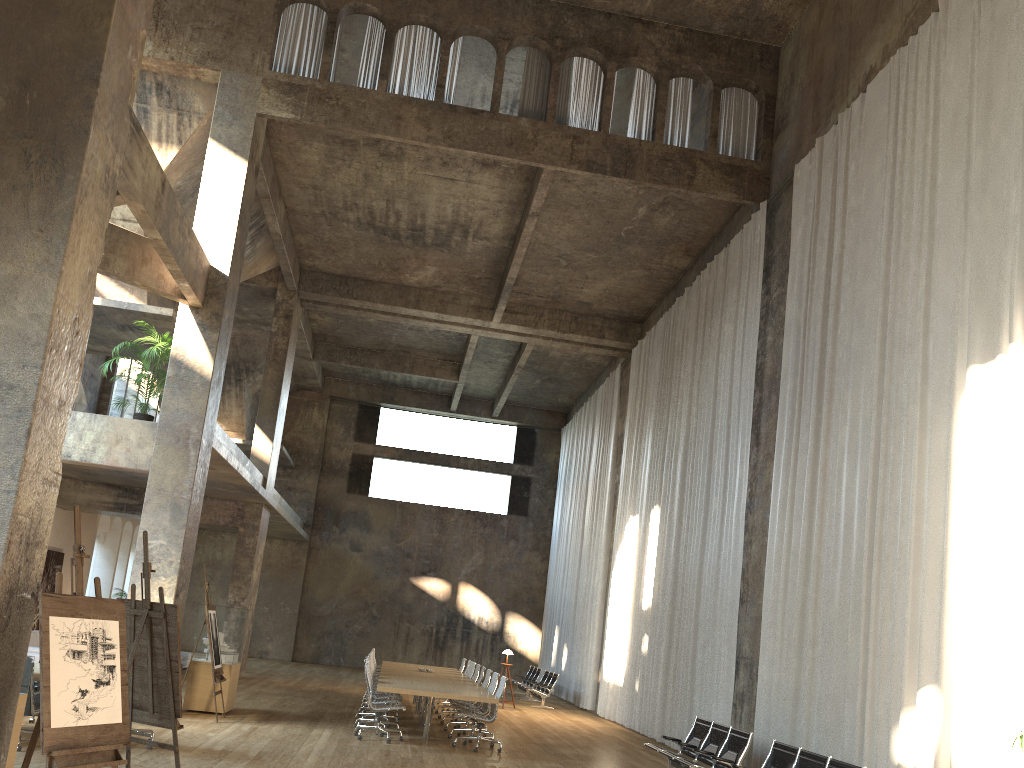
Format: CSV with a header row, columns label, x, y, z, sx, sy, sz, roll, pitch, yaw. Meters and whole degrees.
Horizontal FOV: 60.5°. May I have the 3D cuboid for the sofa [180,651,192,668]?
label,x,y,z,sx,sy,sz,roll,pitch,yaw
sofa,-8.444,6.071,20.158,2.072,0.705,1.096,8,-14,-7

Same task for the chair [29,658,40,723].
label,x,y,z,sx,sy,sz,roll,pitch,yaw
chair,-5.164,3.443,9.988,0.733,0.872,0.838,9,-12,-12

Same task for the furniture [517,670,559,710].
label,x,y,z,sx,sy,sz,roll,pitch,yaw
furniture,0.612,7.482,21.659,0.710,0.821,1.916,8,-15,-6

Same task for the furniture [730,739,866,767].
label,x,y,z,sx,sy,sz,roll,pitch,yaw
furniture,2.514,3.863,8.295,0.710,0.821,1.916,8,-15,-6

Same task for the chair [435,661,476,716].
label,x,y,z,sx,sy,sz,roll,pitch,yaw
chair,-1.066,5.791,16.761,0.700,1.002,0.680,8,-11,-7

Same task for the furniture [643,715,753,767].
label,x,y,z,sx,sy,sz,roll,pitch,yaw
furniture,2.190,4.499,10.641,0.710,0.821,1.916,8,-15,-6

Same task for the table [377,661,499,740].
label,x,y,z,sx,sy,sz,roll,pitch,yaw
table,-1.521,5.423,15.200,1.604,0.740,7.899,8,-16,-6

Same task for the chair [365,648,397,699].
label,x,y,z,sx,sy,sz,roll,pitch,yaw
chair,-2.669,6.048,18.300,0.699,1.002,0.681,7,-11,-1

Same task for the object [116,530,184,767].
label,x,y,z,sx,sy,sz,roll,pitch,yaw
object,-3.089,2.317,7.358,0.700,2.098,0.701,2,-10,25

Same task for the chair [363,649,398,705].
label,x,y,z,sx,sy,sz,roll,pitch,yaw
chair,-2.543,5.795,17.369,0.699,1.002,0.681,7,-11,-3

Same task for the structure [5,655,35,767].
label,x,y,z,sx,sy,sz,roll,pitch,yaw
structure,-4.140,2.485,6.461,0.745,0.991,0.752,8,-11,-6

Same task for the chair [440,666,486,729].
label,x,y,z,sx,sy,sz,roll,pitch,yaw
chair,-0.812,5.309,14.981,0.698,1.002,0.682,6,-11,2

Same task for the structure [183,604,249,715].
label,x,y,z,sx,sy,sz,roll,pitch,yaw
structure,-4.406,4.097,13.124,0.595,1.512,0.759,8,-10,-6

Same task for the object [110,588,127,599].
label,x,y,z,sx,sy,sz,roll,pitch,yaw
object,-9.421,5.777,21.480,1.402,1.771,1.389,7,-11,-1

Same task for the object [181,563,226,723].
label,x,y,z,sx,sy,sz,roll,pitch,yaw
object,-4.234,3.601,12.291,0.686,2.098,0.715,8,-10,-7

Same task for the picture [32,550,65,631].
label,x,y,z,sx,sy,sz,roll,pitch,yaw
picture,-10.200,4.514,19.200,0.069,1.729,1.537,8,-12,-6

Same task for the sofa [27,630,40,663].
label,x,y,z,sx,sy,sz,roll,pitch,yaw
sofa,-7.873,4.950,16.030,2.068,0.705,2.999,8,-16,-6

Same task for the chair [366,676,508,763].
label,x,y,z,sx,sy,sz,roll,pitch,yaw
chair,-3.237,4.178,11.989,12.976,1.008,32.260,8,-16,-6

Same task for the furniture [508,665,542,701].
label,x,y,z,sx,sy,sz,roll,pitch,yaw
furniture,0.288,8.118,24.005,0.710,0.821,1.916,8,-15,-6

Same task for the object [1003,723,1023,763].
label,x,y,z,sx,sy,sz,roll,pitch,yaw
object,3.379,2.684,4.918,1.098,1.423,1.150,10,-12,-15

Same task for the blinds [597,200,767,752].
label,x,y,z,sx,sy,sz,roll,pitch,yaw
blinds,2.938,2.306,16.762,0.275,8.442,8.012,7,-12,-5

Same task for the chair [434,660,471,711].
label,x,y,z,sx,sy,sz,roll,pitch,yaw
chair,-1.182,6.019,17.602,0.698,1.002,0.682,6,-11,2

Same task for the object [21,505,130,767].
label,x,y,z,sx,sy,sz,roll,pitch,yaw
object,-2.729,1.829,5.515,0.683,2.098,0.719,3,-10,19

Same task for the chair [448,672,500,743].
label,x,y,z,sx,sy,sz,roll,pitch,yaw
chair,-0.561,4.826,13.197,0.699,1.002,0.681,7,-11,-3

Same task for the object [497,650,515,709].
label,x,y,z,sx,sy,sz,roll,pitch,yaw
object,-0.242,6.636,19.823,0.570,1.267,0.675,2,-11,26

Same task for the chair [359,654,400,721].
label,x,y,z,sx,sy,sz,roll,pitch,yaw
chair,-2.175,5.077,14.719,0.699,1.002,0.681,7,-11,-1

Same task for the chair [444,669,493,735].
label,x,y,z,sx,sy,sz,roll,pitch,yaw
chair,-0.687,5.070,14.099,0.699,1.002,0.681,7,-11,-1

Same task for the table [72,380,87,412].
label,x,y,z,sx,sy,sz,roll,pitch,yaw
table,-7.494,0.091,13.391,1.753,0.783,1.142,8,-14,-6

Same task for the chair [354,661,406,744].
label,x,y,z,sx,sy,sz,roll,pitch,yaw
chair,-1.777,4.376,12.118,0.699,1.002,0.681,7,-11,-1

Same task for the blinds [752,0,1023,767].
label,x,y,z,sx,sy,sz,roll,pitch,yaw
blinds,4.111,0.003,8.271,0.275,8.442,8.012,7,-12,-5

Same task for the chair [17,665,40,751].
label,x,y,z,sx,sy,sz,roll,pitch,yaw
chair,-4.863,3.063,8.544,0.729,0.872,0.842,7,-12,0

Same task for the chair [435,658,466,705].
label,x,y,z,sx,sy,sz,roll,pitch,yaw
chair,-1.328,6.245,18.448,0.699,1.002,0.681,7,-11,-1

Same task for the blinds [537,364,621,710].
label,x,y,z,sx,sy,sz,roll,pitch,yaw
blinds,1.762,4.616,25.278,0.275,8.442,8.007,8,-12,-7

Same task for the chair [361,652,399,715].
label,x,y,z,sx,sy,sz,roll,pitch,yaw
chair,-2.292,5.312,15.585,0.698,1.002,0.682,6,-11,2

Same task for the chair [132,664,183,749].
label,x,y,z,sx,sy,sz,roll,pitch,yaw
chair,-4.029,3.402,9.393,0.823,0.872,0.745,9,-12,-10

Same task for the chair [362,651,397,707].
label,x,y,z,sx,sy,sz,roll,pitch,yaw
chair,-2.416,5.551,16.467,0.699,1.002,0.681,7,-11,-1

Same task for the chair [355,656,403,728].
label,x,y,z,sx,sy,sz,roll,pitch,yaw
chair,-2.054,4.828,13.803,0.700,1.002,0.680,8,-11,-7

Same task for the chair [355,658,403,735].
label,x,y,z,sx,sy,sz,roll,pitch,yaw
chair,-1.930,4.601,12.962,0.698,1.002,0.682,6,-11,2

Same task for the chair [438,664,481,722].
label,x,y,z,sx,sy,sz,roll,pitch,yaw
chair,-0.928,5.544,15.846,0.699,1.002,0.681,7,-11,-1

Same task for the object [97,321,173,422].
label,x,y,z,sx,sy,sz,roll,pitch,yaw
object,-5.505,-0.131,13.611,1.402,1.767,1.389,7,-11,-1

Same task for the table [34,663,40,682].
label,x,y,z,sx,sy,sz,roll,pitch,yaw
table,-5.571,3.268,9.207,2.415,0.684,1.131,8,-14,-7
